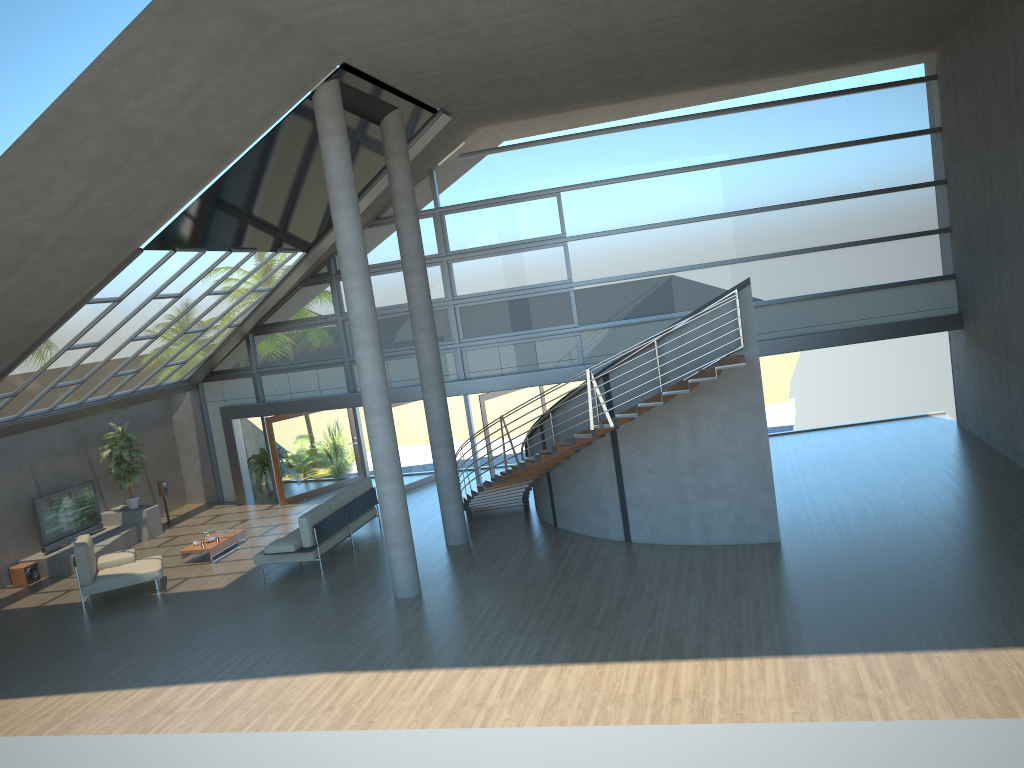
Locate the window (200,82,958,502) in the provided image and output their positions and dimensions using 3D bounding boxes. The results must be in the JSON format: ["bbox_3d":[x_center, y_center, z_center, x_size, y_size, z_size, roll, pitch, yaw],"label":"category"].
[{"bbox_3d":[0.606,-1.384,18.168,16.616,6.630,1.098,-7,6,13],"label":"window"}]

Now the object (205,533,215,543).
[{"bbox_3d":[-5.446,2.767,15.970,0.178,0.161,0.178,-12,7,-34],"label":"object"}]

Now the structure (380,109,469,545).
[{"bbox_3d":[-1.413,-0.920,14.168,0.381,7.125,0.382,-12,7,-31],"label":"structure"}]

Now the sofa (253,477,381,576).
[{"bbox_3d":[-3.305,2.401,15.271,1.166,0.947,3.079,-7,6,14],"label":"sofa"}]

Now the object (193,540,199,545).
[{"bbox_3d":[-5.665,2.845,15.892,0.102,0.086,0.100,-6,6,19],"label":"object"}]

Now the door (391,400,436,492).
[{"bbox_3d":[-2.211,1.276,19.248,0.200,1.977,2.298,-4,8,38],"label":"door"}]

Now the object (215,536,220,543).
[{"bbox_3d":[-5.262,2.782,15.859,0.070,0.101,0.085,-3,8,42],"label":"object"}]

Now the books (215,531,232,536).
[{"bbox_3d":[-5.355,2.772,16.503,0.275,0.005,0.189,-9,6,-2],"label":"books"}]

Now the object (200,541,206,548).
[{"bbox_3d":[-5.464,2.833,15.658,0.085,0.101,0.070,-7,6,13],"label":"object"}]

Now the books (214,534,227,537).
[{"bbox_3d":[-5.383,2.785,16.459,0.275,0.005,0.189,-9,6,-5],"label":"books"}]

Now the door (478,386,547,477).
[{"bbox_3d":[0.135,1.002,18.578,0.200,1.977,2.298,-4,7,35],"label":"door"}]

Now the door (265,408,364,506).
[{"bbox_3d":[-4.433,1.507,20.137,0.200,1.977,2.298,-3,8,43],"label":"door"}]

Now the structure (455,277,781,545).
[{"bbox_3d":[0.862,0.595,13.448,2.349,3.653,6.809,-13,7,-37],"label":"structure"}]

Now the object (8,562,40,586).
[{"bbox_3d":[-8.816,3.427,15.995,0.425,0.323,0.362,-7,6,15],"label":"object"}]

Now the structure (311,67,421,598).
[{"bbox_3d":[-1.960,-0.602,11.930,0.381,7.125,0.382,-7,6,15],"label":"structure"}]

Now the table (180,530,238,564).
[{"bbox_3d":[-5.405,2.950,16.149,0.600,0.250,1.200,-7,6,15],"label":"table"}]

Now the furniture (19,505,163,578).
[{"bbox_3d":[-7.934,3.006,17.474,1.577,0.610,2.936,-7,6,15],"label":"furniture"}]

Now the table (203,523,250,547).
[{"bbox_3d":[-5.319,2.842,16.529,0.680,0.342,0.400,-7,6,15],"label":"table"}]

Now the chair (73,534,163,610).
[{"bbox_3d":[-6.368,2.891,14.415,1.244,1.023,1.217,-11,6,-20],"label":"chair"}]

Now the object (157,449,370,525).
[{"bbox_3d":[-9.675,3.105,17.322,7.863,0.982,21.345,-6,6,18],"label":"object"}]

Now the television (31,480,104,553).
[{"bbox_3d":[-8.524,2.545,17.074,0.396,1.063,1.568,-7,6,15],"label":"television"}]

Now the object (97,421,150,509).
[{"bbox_3d":[-7.983,1.669,18.302,0.932,1.857,0.895,-11,7,-27],"label":"object"}]
